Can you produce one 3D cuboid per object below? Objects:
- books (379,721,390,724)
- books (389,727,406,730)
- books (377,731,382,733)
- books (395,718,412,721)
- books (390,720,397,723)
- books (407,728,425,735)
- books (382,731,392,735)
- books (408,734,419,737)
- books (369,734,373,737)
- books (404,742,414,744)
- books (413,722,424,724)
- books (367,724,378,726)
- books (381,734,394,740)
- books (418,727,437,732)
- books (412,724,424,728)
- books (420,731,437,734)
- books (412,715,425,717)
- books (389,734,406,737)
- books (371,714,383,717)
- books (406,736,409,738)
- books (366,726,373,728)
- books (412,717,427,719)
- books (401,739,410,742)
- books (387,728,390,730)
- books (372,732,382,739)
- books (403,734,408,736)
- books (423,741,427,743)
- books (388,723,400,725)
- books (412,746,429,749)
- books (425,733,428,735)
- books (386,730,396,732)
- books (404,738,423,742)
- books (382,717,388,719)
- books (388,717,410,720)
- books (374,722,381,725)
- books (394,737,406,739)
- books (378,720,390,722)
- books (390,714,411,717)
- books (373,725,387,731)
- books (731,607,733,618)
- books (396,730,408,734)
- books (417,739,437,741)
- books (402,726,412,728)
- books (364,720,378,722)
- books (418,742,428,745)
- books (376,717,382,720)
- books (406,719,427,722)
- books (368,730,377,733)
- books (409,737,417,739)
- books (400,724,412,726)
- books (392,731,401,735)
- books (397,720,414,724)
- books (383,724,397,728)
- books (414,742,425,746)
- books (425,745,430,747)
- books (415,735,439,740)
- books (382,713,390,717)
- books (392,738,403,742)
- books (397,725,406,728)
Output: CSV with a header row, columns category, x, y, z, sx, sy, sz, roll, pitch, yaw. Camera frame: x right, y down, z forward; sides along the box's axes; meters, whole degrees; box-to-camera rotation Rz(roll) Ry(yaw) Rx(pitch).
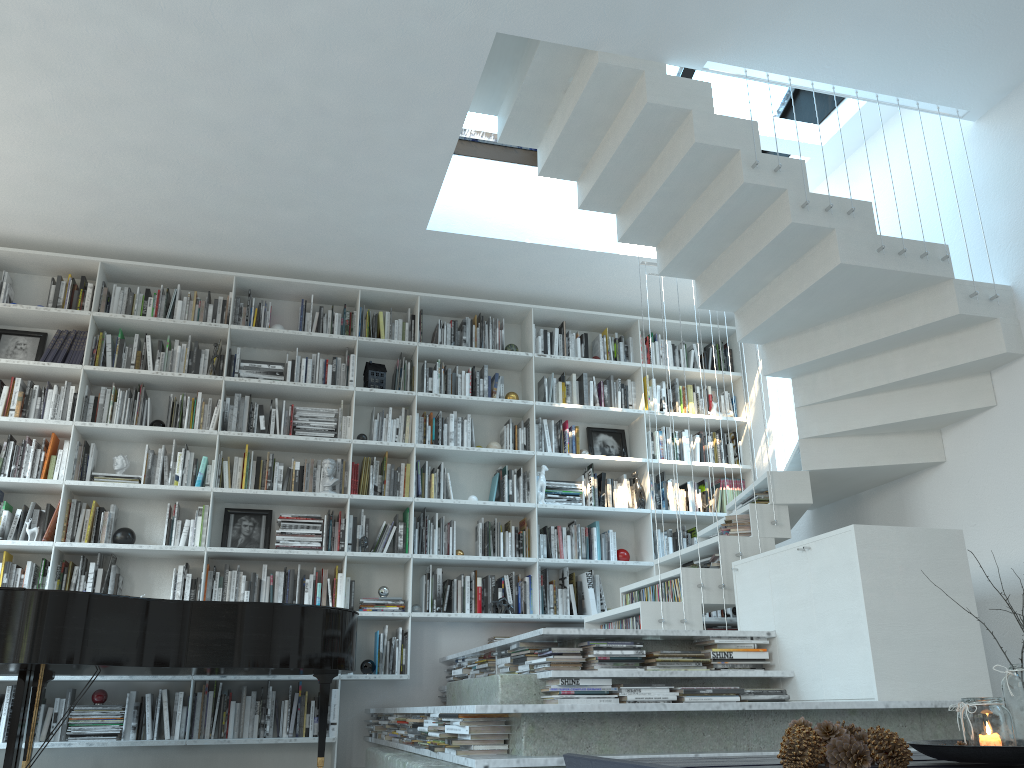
category,x,y,z,sx,sy,sz,roll,pitch,yaw
books,-0.616,1.850,4.850,0.180,0.015,0.295,6,-21,-16
books,-0.526,1.772,4.560,0.159,0.011,0.247,6,-21,-18
books,-0.683,2.004,5.116,0.147,0.012,0.207,7,-21,-19
books,-0.453,1.622,4.293,0.179,0.012,0.250,6,-21,-17
books,-0.538,1.738,4.569,0.182,0.016,0.199,3,-20,-10
books,-0.365,1.563,3.997,0.160,0.025,0.244,7,-21,-19
books,-0.608,1.901,4.834,0.172,0.014,0.221,4,-21,-14
books,-0.367,1.580,3.990,0.177,0.011,0.221,4,-21,-13
books,-0.763,2.129,5.372,0.171,0.015,0.242,5,-21,-15
books,-0.432,1.721,4.263,0.147,0.008,0.237,5,-21,-15
books,-0.352,1.533,4.011,0.150,0.008,0.218,5,-21,-15
books,-0.774,2.073,5.389,0.188,0.009,0.211,5,-21,-15
books,-0.614,1.920,4.826,0.177,0.026,0.231,4,-21,-12
books,-0.288,1.448,3.722,0.180,0.016,0.183,6,-21,-17
books,-0.355,1.544,4.006,0.142,0.017,0.240,6,-21,-18
books,-0.286,1.459,3.719,0.171,0.007,0.261,4,-21,-12
books,-0.358,1.505,4.020,0.160,0.008,0.240,4,-21,-14
books,-0.525,1.801,4.550,0.159,0.012,0.293,6,-21,-17
books,-0.762,2.023,5.411,0.158,0.014,0.235,6,-21,-16
books,-0.425,1.701,4.272,0.132,0.009,0.270,4,-21,-14
books,-0.776,2.083,5.385,0.177,0.012,0.279,6,-21,-18
books,-0.354,1.512,4.018,0.157,0.007,0.269,5,-21,-15
books,-0.447,1.712,4.262,0.161,0.008,0.255,3,-20,-10
books,-0.596,1.883,4.844,0.147,0.012,0.207,4,-21,-14
books,-0.694,2.023,5.106,0.189,0.029,0.238,5,-21,-15
books,-0.432,1.690,4.274,0.130,0.014,0.250,7,-21,-19
books,-0.280,1.495,3.708,0.159,0.009,0.276,4,-21,-12
books,-0.531,1.750,4.566,0.169,0.009,0.242,6,-21,-18
books,-0.297,1.513,3.696,0.193,0.005,0.225,6,-21,-18
books,-0.269,1.468,3.720,0.145,0.010,0.267,5,-21,-15
books,-0.595,1.893,4.841,0.149,0.007,0.301,5,-21,-15
books,-0.376,1.596,3.981,0.189,0.009,0.292,4,-21,-12
books,-0.672,1.936,5.144,0.135,0.014,0.298,4,-21,-14
books,-0.531,1.724,4.576,0.171,0.015,0.253,6,-21,-17
books,-0.751,2.065,5.399,0.136,0.013,0.259,6,-21,-16
books,-0.513,1.812,4.549,0.140,0.008,0.284,6,-21,-16
books,-0.686,1.951,5.134,0.160,0.008,0.292,4,-21,-13
books,-0.528,1.712,4.581,0.174,0.011,0.228,5,-21,-15
books,-0.703,1.984,5.118,0.191,0.028,0.213,3,-21,-11
books,1.510,1.549,6.311,0.027,0.253,0.148,5,-20,-15
books,-0.450,1.675,4.274,0.182,0.013,0.288,4,-21,-14
books,-0.286,1.487,3.709,0.180,0.008,0.268,5,-21,-15
books,-0.437,1.654,4.285,0.155,0.009,0.298,4,-21,-14
books,-0.782,2.050,5.395,0.191,0.013,0.244,6,-21,-18
books,-0.282,1.502,3.705,0.171,0.005,0.298,5,-21,-15
books,-0.748,2.039,5.409,0.133,0.017,0.232,4,-21,-14
books,-0.367,1.521,4.011,0.170,0.014,0.282,6,-21,-17
books,-0.774,2.107,5.377,0.179,0.012,0.262,4,-21,-12
books,-0.358,1.590,3.989,0.147,0.008,0.291,6,-21,-18
books,-0.441,1.646,4.287,0.169,0.009,0.242,5,-21,-15
books,-0.521,1.791,4.555,0.165,0.012,0.205,5,-21,-15
books,-0.449,1.634,4.289,0.165,0.014,0.236,7,-21,-19
books,-0.612,1.867,4.845,0.171,0.020,0.194,3,-21,-11
books,-0.355,1.614,3.981,0.142,0.012,0.292,3,-21,-11
books,-0.277,1.508,3.704,0.147,0.008,0.237,3,-20,-10
books,-0.292,1.477,3.711,0.189,0.013,0.216,6,-21,-16
books,-0.677,1.921,5.148,0.137,0.018,0.201,3,-21,-11
books,-0.521,1.822,4.544,0.157,0.014,0.181,6,-21,-17
books,-0.514,1.762,4.567,0.140,0.013,0.181,4,-21,-12
